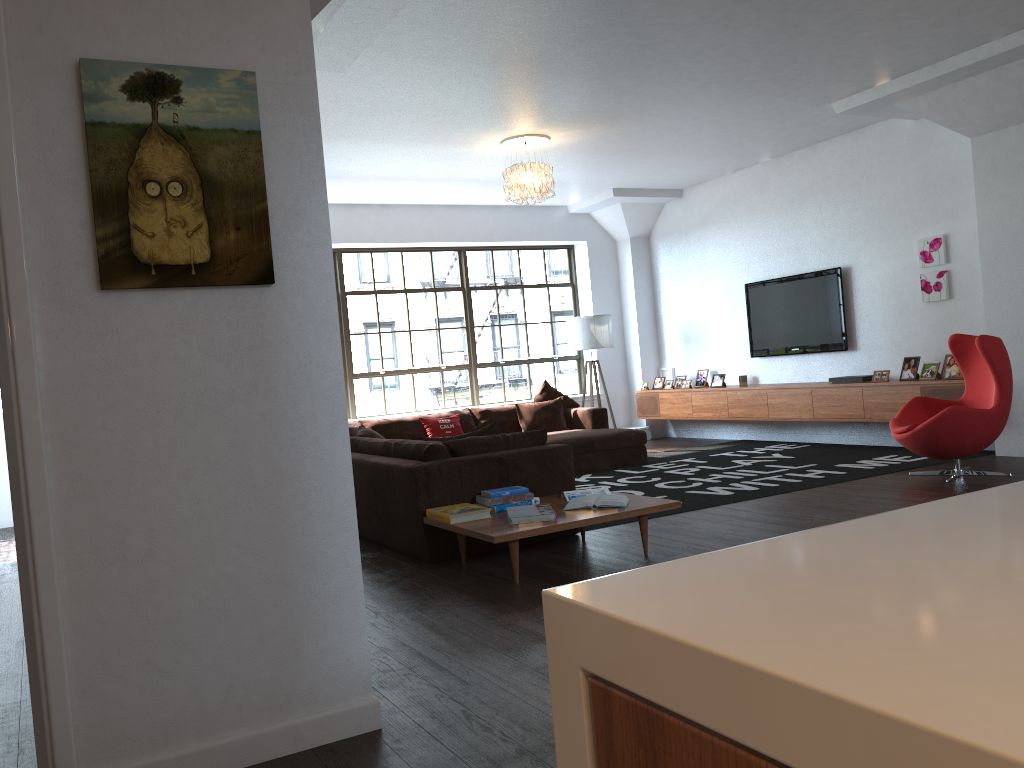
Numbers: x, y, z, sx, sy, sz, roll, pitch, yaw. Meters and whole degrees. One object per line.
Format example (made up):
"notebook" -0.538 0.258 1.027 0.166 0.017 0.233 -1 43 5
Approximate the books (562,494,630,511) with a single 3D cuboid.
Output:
"books" 0.451 0.627 4.724 0.342 0.040 0.231 -5 1 12

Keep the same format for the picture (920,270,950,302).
"picture" 3.704 -0.853 7.771 0.030 0.250 0.250 -6 1 -28

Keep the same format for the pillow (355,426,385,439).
"pillow" -1.059 0.518 6.882 0.325 0.391 0.625 -5 1 -12

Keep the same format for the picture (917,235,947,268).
"picture" 3.677 -1.159 7.766 0.030 0.250 0.250 -6 1 -28

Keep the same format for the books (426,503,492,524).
"books" -0.284 0.689 4.727 0.241 0.045 0.334 -6 1 -27

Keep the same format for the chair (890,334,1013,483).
"chair" 3.120 0.150 6.329 0.801 1.006 0.798 -5 1 -3

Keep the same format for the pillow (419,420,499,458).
"pillow" -0.291 0.448 5.675 0.559 0.411 0.269 -5 1 18

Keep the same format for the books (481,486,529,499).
"books" -0.040 0.601 4.930 0.224 0.027 0.157 -5 1 -23

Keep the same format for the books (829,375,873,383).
"books" 3.265 -0.046 8.455 0.250 0.053 0.400 -6 1 -28

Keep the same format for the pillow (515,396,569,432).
"pillow" 0.319 0.336 9.380 0.542 0.362 0.248 -5 1 -7

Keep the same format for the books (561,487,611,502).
"books" 0.425 0.624 5.101 0.256 0.035 0.350 -5 1 -3

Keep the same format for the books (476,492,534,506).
"books" -0.043 0.632 4.931 0.279 0.035 0.191 -5 1 -18

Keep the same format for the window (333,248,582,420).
"window" -1.195 -0.613 10.367 4.648 1.905 0.114 -6 1 -28

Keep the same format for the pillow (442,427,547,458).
"pillow" -0.129 0.479 5.459 0.750 0.364 0.289 -6 1 -29

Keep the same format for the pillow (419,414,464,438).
"pillow" -0.684 0.467 8.974 0.465 0.308 0.220 -6 1 -32

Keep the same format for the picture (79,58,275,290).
"picture" -0.904 -0.566 2.421 0.450 0.600 0.030 -6 1 -28

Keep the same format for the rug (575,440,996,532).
"rug" 1.457 0.775 7.712 4.200 0.007 3.100 -6 1 -27

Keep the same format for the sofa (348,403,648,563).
"sofa" -0.002 0.578 7.513 3.481 0.664 4.197 -6 1 -28

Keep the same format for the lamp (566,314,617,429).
"lamp" 0.989 -0.024 10.711 0.545 1.579 0.545 -5 1 -17

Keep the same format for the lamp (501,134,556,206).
"lamp" 0.138 -1.836 7.685 0.441 0.539 0.442 -5 1 14

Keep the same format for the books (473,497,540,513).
"books" -0.034 0.667 4.930 0.312 0.037 0.216 -6 1 -38

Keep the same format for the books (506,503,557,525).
"books" 0.095 0.664 4.542 0.236 0.035 0.340 -5 1 -3

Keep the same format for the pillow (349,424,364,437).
"pillow" -1.504 0.534 8.371 0.238 0.337 0.489 -4 1 31

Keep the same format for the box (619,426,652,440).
"box" 1.555 0.628 11.175 0.228 0.165 0.368 -6 1 -28

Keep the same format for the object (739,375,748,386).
"object" 2.561 -0.039 9.823 0.089 0.110 0.089 -5 1 17

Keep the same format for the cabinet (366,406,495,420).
"cabinet" -0.824 0.630 9.910 1.520 0.625 0.350 -6 1 -28

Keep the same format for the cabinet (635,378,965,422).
"cabinet" 2.811 0.181 9.157 0.459 0.350 4.501 -6 1 -28

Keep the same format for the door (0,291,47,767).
"door" -1.470 0.093 2.762 0.174 2.032 0.826 -5 1 -18

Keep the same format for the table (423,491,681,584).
"table" 0.210 0.804 4.740 1.100 0.271 0.853 -6 1 -28

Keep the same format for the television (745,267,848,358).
"television" 2.903 -0.710 9.160 0.013 0.816 1.324 -6 1 -28

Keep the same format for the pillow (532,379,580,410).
"pillow" 0.414 0.241 9.622 0.335 0.587 0.651 -4 1 41
